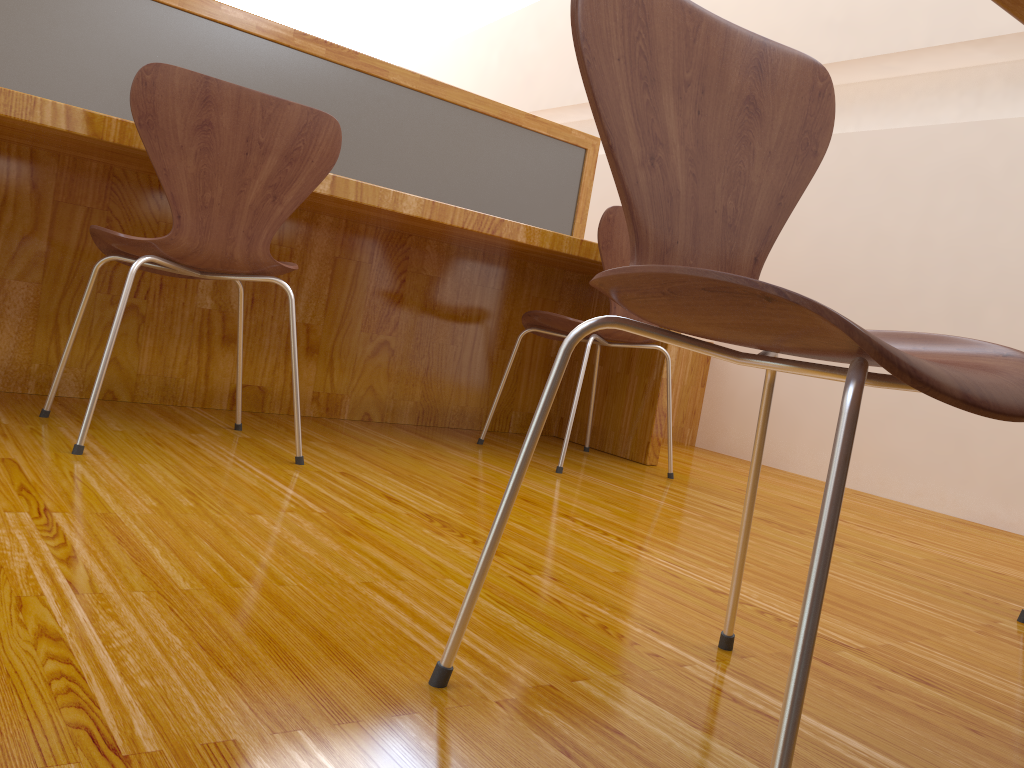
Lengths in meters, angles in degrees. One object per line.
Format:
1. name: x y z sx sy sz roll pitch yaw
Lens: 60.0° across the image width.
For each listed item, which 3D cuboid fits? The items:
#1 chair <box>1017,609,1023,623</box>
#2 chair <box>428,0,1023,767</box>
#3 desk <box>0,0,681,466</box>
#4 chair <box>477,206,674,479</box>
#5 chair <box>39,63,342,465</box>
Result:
1. chair: 1.167 0.101 1.421 0.428 0.693 0.381 7 4 -37
2. chair: 0.256 -0.013 0.781 0.428 0.693 0.381 7 4 -37
3. desk: -1.114 -0.502 2.195 3.216 1.022 1.248 7 4 -37
4. chair: 0.232 -0.117 2.473 0.428 0.693 0.381 7 4 -37
5. chair: -0.635 -0.220 1.772 0.428 0.693 0.381 7 4 -37
